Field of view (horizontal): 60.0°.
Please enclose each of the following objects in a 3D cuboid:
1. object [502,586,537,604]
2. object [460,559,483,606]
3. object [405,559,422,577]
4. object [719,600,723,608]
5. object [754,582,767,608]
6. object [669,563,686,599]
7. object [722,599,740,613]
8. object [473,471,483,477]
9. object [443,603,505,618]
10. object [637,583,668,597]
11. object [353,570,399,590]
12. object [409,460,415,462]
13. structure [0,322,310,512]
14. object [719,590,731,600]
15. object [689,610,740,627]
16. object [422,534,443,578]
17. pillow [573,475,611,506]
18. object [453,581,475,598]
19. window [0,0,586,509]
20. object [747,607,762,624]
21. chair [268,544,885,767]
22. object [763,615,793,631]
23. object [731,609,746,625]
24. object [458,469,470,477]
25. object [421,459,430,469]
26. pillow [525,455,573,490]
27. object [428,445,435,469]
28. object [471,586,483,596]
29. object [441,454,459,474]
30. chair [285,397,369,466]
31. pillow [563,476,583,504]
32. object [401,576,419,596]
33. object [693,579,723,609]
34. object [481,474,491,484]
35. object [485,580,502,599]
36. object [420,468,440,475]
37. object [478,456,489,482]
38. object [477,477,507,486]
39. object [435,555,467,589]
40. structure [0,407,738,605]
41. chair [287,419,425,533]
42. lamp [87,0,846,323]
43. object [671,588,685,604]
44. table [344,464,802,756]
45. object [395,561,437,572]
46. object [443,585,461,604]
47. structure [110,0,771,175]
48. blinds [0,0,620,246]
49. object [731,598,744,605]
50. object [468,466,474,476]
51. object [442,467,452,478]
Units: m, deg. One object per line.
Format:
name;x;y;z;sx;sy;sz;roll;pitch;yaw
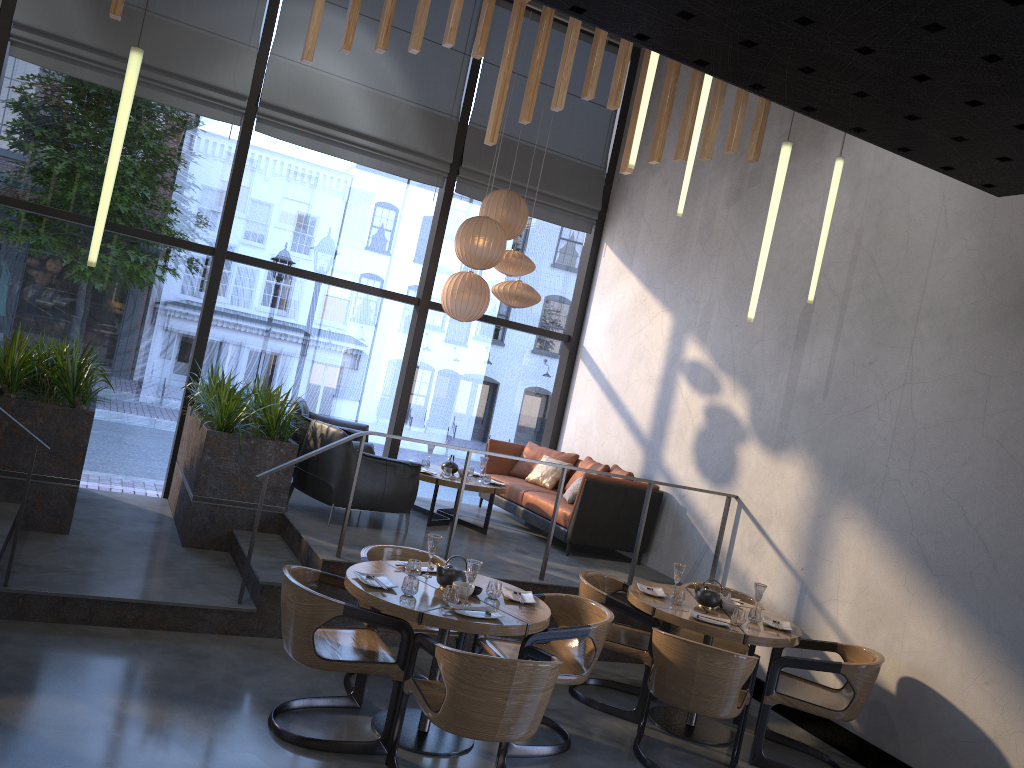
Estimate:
object;0.040;1.153;4.792;0.170;0.025;0.294;12;0;-5
object;-0.209;0.995;4.434;0.082;0.227;0.082;12;0;35
object;-0.533;1.000;4.808;0.086;0.086;0.086;12;0;-43
object;1.362;1.429;5.762;0.080;0.042;0.080;12;0;-42
object;1.542;1.371;5.577;0.082;0.227;0.082;12;0;-3
object;1.055;1.268;5.688;0.082;0.227;0.082;12;0;37
object;1.392;1.423;5.655;0.116;0.065;0.116;12;0;0
object;-0.344;0.869;8.535;0.170;0.025;0.294;12;0;-44
object;-0.198;1.101;4.289;0.294;0.025;0.170;12;0;-28
object;0.905;1.341;5.712;0.170;0.025;0.294;12;0;1
object;-0.682;0.999;4.471;0.170;0.025;0.294;12;0;-28
object;-0.916;0.747;8.328;0.170;0.025;0.294;12;0;11
structure;-5.111;0.008;1.304;4.306;1.608;15.715;12;0;14
object;1.404;1.415;5.861;0.086;0.086;0.086;12;0;-31
object;1.197;1.401;5.252;0.294;0.025;0.170;12;0;13
object;-0.446;0.947;4.883;0.082;0.227;0.082;12;0;-4
pillow;0.725;0.969;7.977;0.242;0.345;0.418;12;0;16
object;-0.255;1.069;4.588;0.116;0.065;0.116;12;0;44
window;-1.941;-1.510;1.773;12.739;5.897;12.900;12;0;-25
object;1.507;1.436;5.493;0.086;0.086;0.086;12;0;41
chair;-1.898;1.130;2.764;9.749;0.759;4.352;12;0;-23
object;1.649;1.497;5.506;0.170;0.025;0.294;12;0;13
object;1.367;1.405;5.339;0.086;0.086;0.086;12;0;37
object;-0.447;0.825;8.185;0.116;0.065;0.116;12;0;5
object;-0.798;0.739;8.175;0.086;0.086;0.086;12;0;13
pillow;0.371;0.905;9.108;0.289;0.311;0.393;12;0;-44
object;-0.772;0.673;8.281;0.082;0.227;0.082;12;0;-43
object;-0.196;1.094;4.679;0.080;0.042;0.080;12;0;29
object;-0.571;0.740;8.237;0.168;0.179;0.163;12;0;31
chair;-1.759;0.559;8.404;0.833;0.743;1.030;12;0;-10
pillow;0.610;0.979;8.238;0.203;0.263;0.332;12;0;-5
object;-0.505;1.005;4.402;0.086;0.086;0.086;12;0;0
object;1.261;1.337;5.682;0.168;0.179;0.163;12;0;-21
object;-0.230;0.859;8.011;0.086;0.086;0.086;12;0;-21
object;-0.095;1.093;4.715;0.086;0.086;0.086;12;0;-22
object;-0.764;0.777;7.864;0.170;0.025;0.294;12;0;-44
object;-0.273;0.778;8.073;0.082;0.227;0.082;12;0;18
object;-0.168;0.905;8.145;0.170;0.025;0.294;12;0;-44
object;-0.316;0.998;4.717;0.168;0.179;0.163;12;0;13
structure;-1.359;-0.607;0.597;11.718;4.117;9.054;12;0;-25
chair;-1.289;0.733;7.282;0.833;0.743;1.030;12;0;-39
lamp;0.753;-5.187;0.522;8.975;10.231;8.774;12;0;-26
object;1.048;1.339;5.582;0.086;0.086;0.086;12;0;-2
table;-3.125;0.767;3.887;10.659;0.968;6.876;12;0;-24
object;-0.533;1.033;4.998;0.294;0.025;0.170;12;0;-40
object;-0.298;1.048;4.395;0.086;0.086;0.086;12;0;0
structure;-0.770;-1.271;0.688;10.399;5.894;10.127;12;0;-25
blinds;-5.651;-4.128;3.036;8.760;2.314;17.610;12;0;19
object;1.432;1.454;6.019;0.294;0.025;0.170;12;0;35
object;-0.400;0.825;8.385;0.086;0.086;0.086;12;0;-21
object;-0.574;0.785;7.848;0.086;0.086;0.086;12;0;-21
